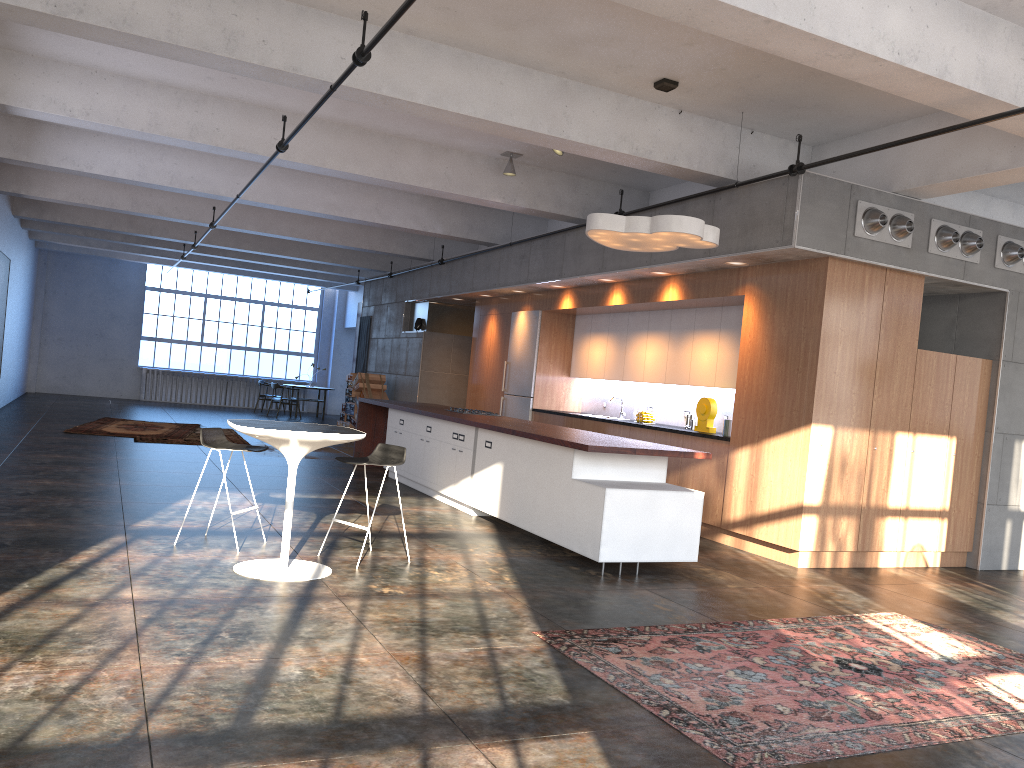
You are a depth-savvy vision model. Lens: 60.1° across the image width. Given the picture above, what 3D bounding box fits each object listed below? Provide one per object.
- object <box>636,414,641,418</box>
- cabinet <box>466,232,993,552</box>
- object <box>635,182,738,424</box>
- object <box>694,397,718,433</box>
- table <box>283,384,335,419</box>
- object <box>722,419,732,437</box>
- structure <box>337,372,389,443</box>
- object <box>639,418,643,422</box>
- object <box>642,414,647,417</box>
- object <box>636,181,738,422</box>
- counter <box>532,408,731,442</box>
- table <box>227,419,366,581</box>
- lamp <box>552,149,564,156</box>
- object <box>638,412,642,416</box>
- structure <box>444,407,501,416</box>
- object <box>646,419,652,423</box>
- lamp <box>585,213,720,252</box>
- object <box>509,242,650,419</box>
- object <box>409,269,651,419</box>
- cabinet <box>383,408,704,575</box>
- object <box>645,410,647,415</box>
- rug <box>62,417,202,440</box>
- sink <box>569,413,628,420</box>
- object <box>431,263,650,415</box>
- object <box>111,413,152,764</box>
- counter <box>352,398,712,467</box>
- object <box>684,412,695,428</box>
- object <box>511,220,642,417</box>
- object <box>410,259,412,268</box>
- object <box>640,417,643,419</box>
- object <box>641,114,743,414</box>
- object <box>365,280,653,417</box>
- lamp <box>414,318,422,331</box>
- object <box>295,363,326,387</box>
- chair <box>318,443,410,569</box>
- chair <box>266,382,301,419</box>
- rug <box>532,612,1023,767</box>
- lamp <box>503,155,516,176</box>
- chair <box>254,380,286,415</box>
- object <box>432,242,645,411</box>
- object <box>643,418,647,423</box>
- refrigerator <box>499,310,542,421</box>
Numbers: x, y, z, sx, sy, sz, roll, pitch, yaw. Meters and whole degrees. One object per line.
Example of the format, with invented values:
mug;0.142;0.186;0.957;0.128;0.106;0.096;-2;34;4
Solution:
object;0.767;-0.779;11.527;2.361;2.229;0.054;6;1;40
cabinet;2.011;0.113;11.784;2.421;2.563;7.963;5;0;-25
object;0.403;0.796;17.123;0.960;1.215;13.036;5;0;-14
object;2.098;0.334;9.574;0.101;0.381;0.269;5;1;-25
table;-5.288;0.494;22.931;1.293;0.851;1.326;6;0;18
object;2.228;0.448;8.949;0.187;0.170;0.193;6;0;23
structure;-2.897;0.434;16.948;0.649;1.315;1.879;5;0;-25
object;1.568;0.442;10.751;0.062;0.053;0.052;5;1;-38
object;0.626;-0.786;16.407;0.062;2.210;11.705;5;0;-11
object;1.785;-0.672;9.367;0.057;2.310;2.901;5;0;-6
counter;1.933;0.524;10.955;1.635;0.039;4.381;6;0;-25
table;-1.455;0.752;5.802;0.843;0.952;0.814;5;1;-26
lamp;0.498;-2.394;8.740;0.227;0.287;0.129;5;1;-42
object;-0.163;-0.870;13.536;0.054;2.169;6.727;5;0;-33
structure;-0.473;0.350;10.728;0.521;0.072;0.628;6;0;-25
object;1.658;0.450;10.748;0.072;0.063;0.065;6;1;30
lamp;1.194;-1.250;7.422;1.064;0.130;1.022;6;0;21
object;1.648;0.398;10.736;0.052;0.053;0.061;5;0;-19
object;1.660;0.413;10.804;0.062;0.053;0.052;6;1;17
cabinet;-0.090;0.909;9.259;0.938;0.930;5.548;5;0;-25
object;-0.753;-0.943;14.888;0.060;2.165;9.707;5;0;-31
rug;-6.285;0.736;15.003;1.899;0.048;3.479;6;0;-16
sink;1.125;0.518;11.555;0.532;0.192;0.716;5;0;-25
object;1.637;0.352;10.720;0.064;0.051;0.052;5;1;-33
object;-0.772;1.445;12.948;20.091;0.001;26.721;6;0;-25
counter;-0.328;0.856;9.808;1.162;0.971;6.538;5;0;-25
object;2.069;0.412;10.257;0.061;0.210;0.142;5;1;-25
object;1.598;0.389;10.758;0.050;0.053;0.064;6;0;12
object;1.682;0.368;10.825;0.062;0.053;0.052;6;1;22
object;1.577;0.422;10.836;0.053;0.053;0.061;5;1;-44
object;1.585;0.350;10.724;0.057;0.060;0.052;5;1;-3
object;1.693;0.380;10.769;0.052;0.052;0.062;6;0;23
lamp;-1.688;-1.073;16.125;0.216;0.259;0.167;5;1;-44
object;-5.207;-0.244;22.908;0.787;0.624;0.235;5;1;-24
chair;-1.030;0.883;6.374;0.453;0.895;0.516;6;1;41
chair;-5.568;0.416;21.739;0.687;0.864;0.712;5;1;-39
rug;1.773;1.524;4.775;2.935;0.029;1.822;6;0;-26
lamp;-0.019;-2.501;10.114;0.154;0.216;0.157;6;1;12
chair;-6.245;0.350;22.943;0.673;0.864;0.728;6;1;1
object;1.625;0.349;10.854;0.058;0.060;0.051;6;1;9
object;1.609;0.440;10.711;0.051;0.057;0.060;6;0;11
refrigerator;0.153;0.032;13.035;0.224;2.191;0.938;5;1;-28
